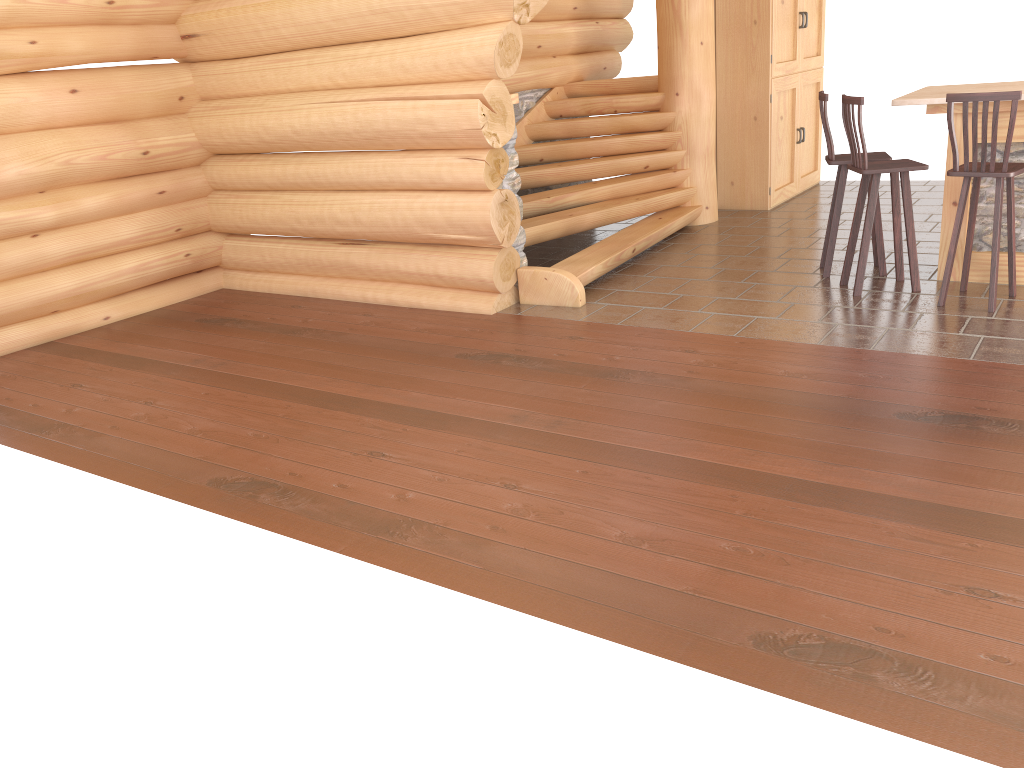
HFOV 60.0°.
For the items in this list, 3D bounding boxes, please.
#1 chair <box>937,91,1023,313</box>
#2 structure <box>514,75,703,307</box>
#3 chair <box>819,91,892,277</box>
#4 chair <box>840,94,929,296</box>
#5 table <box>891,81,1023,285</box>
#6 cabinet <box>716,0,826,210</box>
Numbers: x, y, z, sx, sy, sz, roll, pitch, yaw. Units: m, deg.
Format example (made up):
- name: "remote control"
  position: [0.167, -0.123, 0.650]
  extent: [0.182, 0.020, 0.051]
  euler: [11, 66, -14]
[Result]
- name: "chair"
  position: [2.957, -1.152, 5.543]
  extent: [0.406, 1.319, 0.504]
  euler: [14, 28, 43]
- name: "structure"
  position: [0.420, -2.030, 8.122]
  extent: [1.951, 1.643, 3.604]
  euler: [6, 23, 28]
- name: "chair"
  position: [2.506, -1.475, 6.531]
  extent: [0.504, 1.319, 0.406]
  euler: [0, 21, 15]
- name: "chair"
  position: [2.509, -1.294, 6.042]
  extent: [0.504, 1.319, 0.406]
  euler: [-4, 20, 4]
- name: "table"
  position: [4.266, -1.320, 5.748]
  extent: [3.220, 1.257, 1.196]
  euler: [9, 24, 34]
- name: "cabinet"
  position: [2.890, -3.293, 9.778]
  extent: [0.670, 2.403, 1.847]
  euler: [9, 24, 34]
